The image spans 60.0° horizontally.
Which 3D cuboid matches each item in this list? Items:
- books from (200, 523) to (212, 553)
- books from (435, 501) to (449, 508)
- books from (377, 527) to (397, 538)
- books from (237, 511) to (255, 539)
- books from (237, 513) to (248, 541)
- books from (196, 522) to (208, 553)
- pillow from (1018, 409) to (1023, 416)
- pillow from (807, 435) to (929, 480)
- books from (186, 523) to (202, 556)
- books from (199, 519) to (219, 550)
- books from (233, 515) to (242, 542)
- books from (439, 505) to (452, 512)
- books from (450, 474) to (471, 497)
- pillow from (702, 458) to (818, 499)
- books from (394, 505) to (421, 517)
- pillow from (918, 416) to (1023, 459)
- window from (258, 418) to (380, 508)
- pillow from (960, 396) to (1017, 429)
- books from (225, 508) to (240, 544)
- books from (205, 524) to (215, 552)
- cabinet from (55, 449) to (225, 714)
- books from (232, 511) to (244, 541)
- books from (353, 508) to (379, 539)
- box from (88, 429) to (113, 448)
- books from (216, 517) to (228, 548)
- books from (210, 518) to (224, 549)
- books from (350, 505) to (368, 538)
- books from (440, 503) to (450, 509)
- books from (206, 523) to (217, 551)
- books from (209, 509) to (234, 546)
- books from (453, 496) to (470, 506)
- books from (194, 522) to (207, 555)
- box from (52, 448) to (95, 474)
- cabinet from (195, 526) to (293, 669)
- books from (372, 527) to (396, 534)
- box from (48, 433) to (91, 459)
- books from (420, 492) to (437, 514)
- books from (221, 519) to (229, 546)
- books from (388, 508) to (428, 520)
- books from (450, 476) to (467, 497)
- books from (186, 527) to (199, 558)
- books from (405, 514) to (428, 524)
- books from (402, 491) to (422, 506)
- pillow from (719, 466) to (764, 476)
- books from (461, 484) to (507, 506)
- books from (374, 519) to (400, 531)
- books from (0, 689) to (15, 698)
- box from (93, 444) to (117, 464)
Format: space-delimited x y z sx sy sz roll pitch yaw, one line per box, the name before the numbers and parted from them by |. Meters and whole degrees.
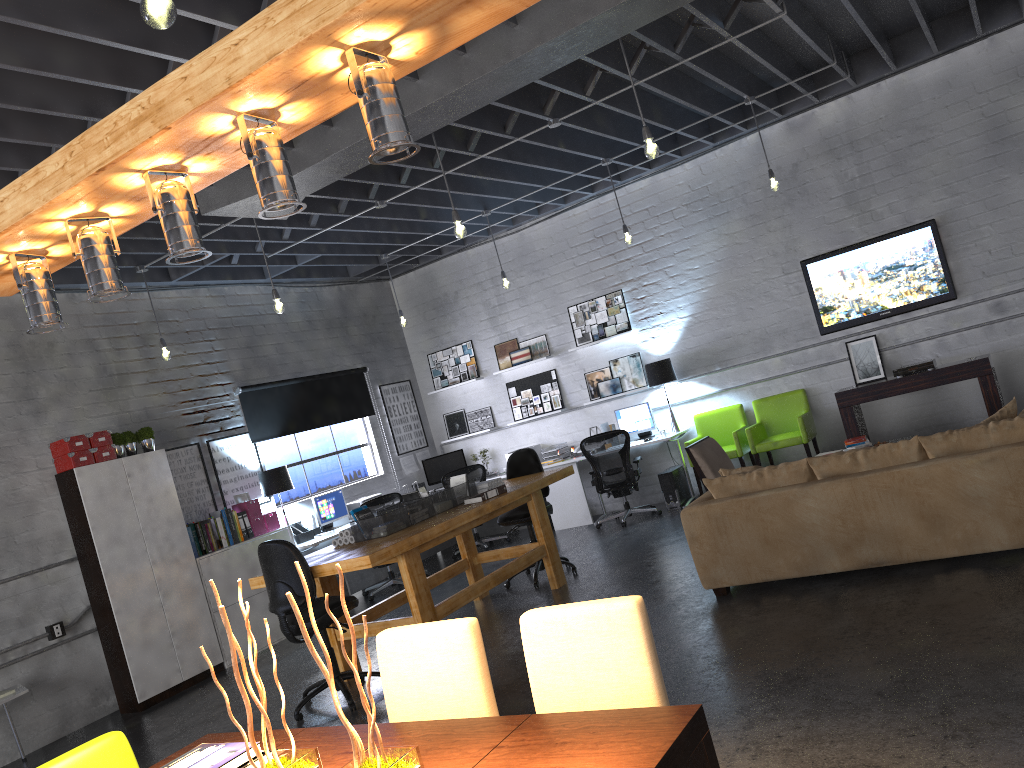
books | -2.895 1.447 8.251 0.168 0.275 0.037 -16 -1 31
books | -0.622 0.965 7.005 0.249 0.021 0.176 -17 -2 31
books | -0.892 1.065 6.418 0.155 0.029 0.225 -17 -2 31
books | -2.659 1.396 8.690 0.220 0.271 0.082 -16 -1 31
books | -2.689 1.405 8.639 0.219 0.267 0.060 -16 -1 36
books | -2.928 1.441 8.228 0.183 0.302 0.034 -16 -1 31
pillow | 3.106 0.323 5.300 0.238 0.375 0.748 -16 -1 30
pillow | 2.222 0.554 5.441 0.668 0.402 0.290 -16 -1 31
books | -2.970 1.448 8.157 0.180 0.310 0.060 -16 -1 31
books | -2.853 1.425 8.323 0.160 0.298 0.026 -16 -1 31
books | -2.705 1.406 8.557 0.161 0.266 0.026 -16 -1 31
books | -0.611 1.004 7.004 0.249 0.021 0.176 -17 -2 32
books | -0.423 0.861 7.344 0.171 0.210 0.046 -16 -1 31
pillow | 1.667 0.719 5.792 0.706 0.402 0.290 -16 -1 31
books | -0.806 0.971 6.713 0.232 0.027 0.185 -16 -1 3
pillow | 2.754 0.397 5.096 0.664 0.386 0.307 -16 -1 33
window | -2.283 0.656 10.290 0.030 1.219 1.818 -16 -1 31
pillow | 2.897 0.339 5.383 0.549 0.423 0.244 -15 -1 -18
books | -2.747 1.379 8.523 0.198 0.339 0.065 -16 -1 31
books | -2.871 1.445 8.274 0.161 0.266 0.026 -16 -1 31
cabinet | -3.168 1.650 7.621 0.292 2.047 0.871 -16 -1 31
books | -2.693 1.386 8.578 0.160 0.298 0.026 -16 -1 31
books | -1.048 1.016 6.473 0.097 0.209 0.157 -16 -1 31
box | -3.560 0.491 7.532 0.269 0.133 0.206 -16 -1 31
books | -2.801 1.418 8.400 0.174 0.286 0.044 -16 -1 31
books | -2.831 1.422 8.358 0.171 0.293 0.057 -16 -1 31
books | -1.071 1.011 6.503 0.108 0.234 0.165 -16 -1 31
books | -0.616 0.985 7.004 0.249 0.021 0.176 -17 -2 31
books | -2.855 1.441 8.296 0.161 0.266 0.027 -16 -1 31
books | -2.775 1.382 8.468 0.176 0.346 0.052 -16 -1 31
books | -0.487 0.963 7.193 0.249 0.031 0.183 -17 -2 33
books | -2.927 1.440 8.187 0.183 0.302 0.034 -16 -1 31
box | -3.629 0.642 7.352 0.271 0.131 0.206 -16 -1 31
cabinet | -2.590 2.044 8.554 0.466 1.021 1.149 -16 -1 31
books | -0.896 1.040 6.417 0.141 0.021 0.203 -17 -2 32
box | -3.664 0.517 7.353 0.271 0.131 0.206 -16 -1 31
books | -0.676 0.934 6.874 0.143 0.188 0.061 -16 -1 31
books | -2.785 1.425 8.433 0.161 0.266 0.027 -16 -1 31
books | -0.789 0.992 6.710 0.251 0.022 0.204 -17 -2 36
books | -0.439 0.872 7.319 0.158 0.200 0.082 -16 -1 31
books | -2.974 1.459 8.100 0.174 0.286 0.044 -16 -1 31
books | -0.778 1.039 6.709 0.251 0.031 0.185 -16 -2 28
books | -0.751 0.941 6.884 0.158 0.214 0.063 -16 -1 31
pillow | 1.659 0.727 6.045 0.318 0.403 0.524 -15 -1 -39
books | -0.226 0.875 6.996 0.245 0.067 0.298 -17 -2 41
books | -0.908 1.021 6.416 0.128 0.022 0.181 -16 -2 26
books | -3.808 2.302 6.531 0.249 0.021 0.176 -17 -2 31
box | -3.524 0.617 7.531 0.271 0.131 0.206 -16 -1 31
